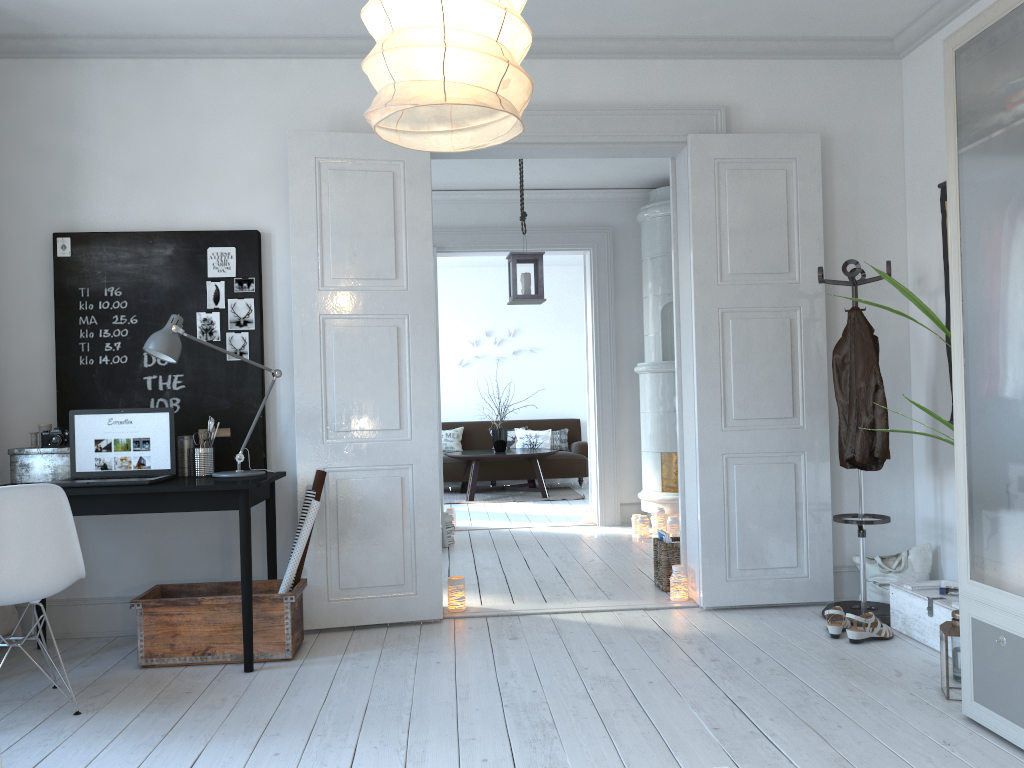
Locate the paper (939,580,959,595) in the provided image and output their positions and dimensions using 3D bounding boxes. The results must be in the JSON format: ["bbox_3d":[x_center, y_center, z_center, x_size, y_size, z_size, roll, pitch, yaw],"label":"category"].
[{"bbox_3d":[1.911,0.857,3.703,0.222,0.031,0.175,-2,-1,28],"label":"paper"}]

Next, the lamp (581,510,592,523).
[{"bbox_3d":[0.636,1.131,7.560,0.093,0.110,0.093,-2,-1,13],"label":"lamp"}]

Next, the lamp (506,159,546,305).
[{"bbox_3d":[0.071,-1.415,5.844,0.228,1.762,0.228,-2,0,-8],"label":"lamp"}]

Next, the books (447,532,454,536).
[{"bbox_3d":[-0.551,1.137,6.714,0.187,0.017,0.132,-2,-1,33],"label":"books"}]

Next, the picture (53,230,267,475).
[{"bbox_3d":[-1.670,-0.138,4.220,0.953,1.172,0.064,-2,0,-4],"label":"picture"}]

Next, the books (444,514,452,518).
[{"bbox_3d":[-0.553,0.997,6.713,0.132,0.017,0.187,-1,-1,-31],"label":"books"}]

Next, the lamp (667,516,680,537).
[{"bbox_3d":[1.205,1.075,6.627,0.089,0.166,0.089,-2,0,-5],"label":"lamp"}]

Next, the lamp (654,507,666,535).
[{"bbox_3d":[1.144,1.060,6.870,0.098,0.210,0.098,-2,0,0],"label":"lamp"}]

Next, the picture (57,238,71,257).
[{"bbox_3d":[-2.104,-0.643,4.161,0.061,0.088,0.004,-2,0,-8],"label":"picture"}]

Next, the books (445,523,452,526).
[{"bbox_3d":[-0.554,1.056,6.718,0.128,0.016,0.177,-1,-2,-38],"label":"books"}]

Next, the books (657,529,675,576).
[{"bbox_3d":[0.931,0.965,4.937,0.201,0.300,0.179,-2,0,-4],"label":"books"}]

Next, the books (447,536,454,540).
[{"bbox_3d":[-0.551,1.166,6.715,0.181,0.016,0.128,-3,-2,41],"label":"books"}]

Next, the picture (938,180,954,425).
[{"bbox_3d":[2.059,-0.468,3.762,0.057,1.313,0.793,-2,0,-4],"label":"picture"}]

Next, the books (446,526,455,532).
[{"bbox_3d":[-0.547,1.094,6.711,0.193,0.022,0.128,-2,-1,28],"label":"books"}]

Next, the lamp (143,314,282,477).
[{"bbox_3d":[-1.315,0.057,3.941,0.616,0.716,0.230,-1,0,-33],"label":"lamp"}]

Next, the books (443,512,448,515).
[{"bbox_3d":[-0.563,0.982,6.725,0.111,0.014,0.156,-1,-1,-25],"label":"books"}]

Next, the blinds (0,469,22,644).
[{"bbox_3d":[-2.358,-0.132,3.679,0.225,2.647,0.831,-2,0,-4],"label":"blinds"}]

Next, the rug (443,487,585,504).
[{"bbox_3d":[-0.105,1.245,10.115,1.710,0.055,1.456,-2,-1,-4],"label":"rug"}]

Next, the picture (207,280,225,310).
[{"bbox_3d":[-1.407,-0.424,4.211,0.083,0.146,0.002,-2,0,-4],"label":"picture"}]

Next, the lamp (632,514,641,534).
[{"bbox_3d":[0.981,1.098,6.956,0.084,0.146,0.084,-2,0,0],"label":"lamp"}]

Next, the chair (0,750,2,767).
[{"bbox_3d":[-1.600,0.739,2.099,0.562,0.797,0.525,-2,-1,-4],"label":"chair"}]

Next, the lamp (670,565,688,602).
[{"bbox_3d":[0.859,1.025,4.564,0.093,0.179,0.093,-1,0,-21],"label":"lamp"}]

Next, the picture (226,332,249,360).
[{"bbox_3d":[-1.305,-0.182,4.216,0.103,0.136,0.001,-2,0,-4],"label":"picture"}]

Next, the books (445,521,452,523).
[{"bbox_3d":[-0.554,1.040,6.715,0.128,0.016,0.181,-1,-1,-33],"label":"books"}]

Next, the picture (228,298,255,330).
[{"bbox_3d":[-1.288,-0.335,4.218,0.121,0.153,0.002,-2,0,-4],"label":"picture"}]

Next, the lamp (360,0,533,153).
[{"bbox_3d":[-0.141,-1.114,1.772,0.339,1.231,0.340,-2,0,27],"label":"lamp"}]

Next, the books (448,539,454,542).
[{"bbox_3d":[-0.550,1.182,6.717,0.177,0.016,0.128,-3,-2,37],"label":"books"}]

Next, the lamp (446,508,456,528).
[{"bbox_3d":[-0.517,1.132,7.485,0.089,0.166,0.089,-2,0,-5],"label":"lamp"}]

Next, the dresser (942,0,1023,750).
[{"bbox_3d":[1.765,-0.050,2.155,0.630,2.162,1.432,-2,-1,-4],"label":"dresser"}]

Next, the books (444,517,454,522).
[{"bbox_3d":[-0.546,1.018,6.710,0.128,0.026,0.200,-1,-1,-33],"label":"books"}]

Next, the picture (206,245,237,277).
[{"bbox_3d":[-1.378,-0.585,4.213,0.147,0.154,0.004,-2,0,-4],"label":"picture"}]

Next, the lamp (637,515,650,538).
[{"bbox_3d":[0.997,1.083,6.726,0.089,0.166,0.089,-2,0,-3],"label":"lamp"}]

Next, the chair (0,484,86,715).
[{"bbox_3d":[-1.775,0.753,3.139,0.474,0.824,0.554,-1,-1,-39],"label":"chair"}]

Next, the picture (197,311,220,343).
[{"bbox_3d":[-1.440,-0.271,4.207,0.107,0.150,0.001,-2,0,-4],"label":"picture"}]

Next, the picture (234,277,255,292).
[{"bbox_3d":[-1.273,-0.474,4.222,0.095,0.071,0.001,-2,0,-4],"label":"picture"}]

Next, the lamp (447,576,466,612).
[{"bbox_3d":[-0.279,1.059,4.468,0.089,0.166,0.089,-2,0,-12],"label":"lamp"}]

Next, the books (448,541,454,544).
[{"bbox_3d":[-0.546,1.199,6.719,0.178,0.016,0.128,-2,-1,34],"label":"books"}]

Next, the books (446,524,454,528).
[{"bbox_3d":[-0.549,1.074,6.720,0.178,0.016,0.128,-3,-2,39],"label":"books"}]

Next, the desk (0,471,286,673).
[{"bbox_3d":[-1.603,0.796,3.793,1.159,0.759,0.651,-2,-1,-4],"label":"desk"}]

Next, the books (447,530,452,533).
[{"bbox_3d":[-0.560,1.117,6.717,0.167,0.022,0.128,-2,-1,30],"label":"books"}]
